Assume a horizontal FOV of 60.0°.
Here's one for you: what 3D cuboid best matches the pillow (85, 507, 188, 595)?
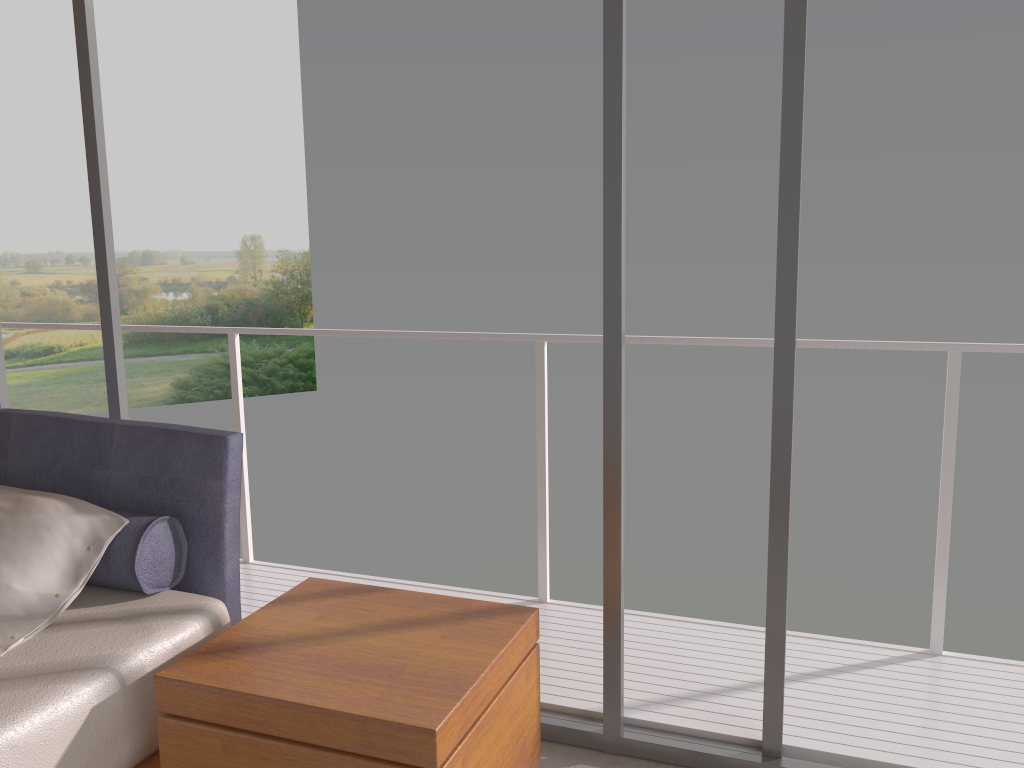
[{"bbox_3d":[-1.538,0.395,2.457,1.470,0.201,0.205,2,10,20],"label":"pillow"}]

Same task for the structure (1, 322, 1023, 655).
[{"bbox_3d":[-0.596,0.345,3.155,7.689,1.005,0.728,2,10,20],"label":"structure"}]

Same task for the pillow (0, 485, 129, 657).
[{"bbox_3d":[-1.353,0.427,2.174,0.791,0.265,0.400,3,10,23],"label":"pillow"}]

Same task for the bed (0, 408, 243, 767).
[{"bbox_3d":[-1.910,0.727,1.535,2.017,0.959,2.462,2,10,20],"label":"bed"}]

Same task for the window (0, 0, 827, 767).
[{"bbox_3d":[-0.572,-0.558,2.563,6.106,3.133,0.075,2,10,20],"label":"window"}]

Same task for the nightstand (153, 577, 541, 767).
[{"bbox_3d":[-0.323,0.827,1.968,0.628,0.556,0.562,2,10,20],"label":"nightstand"}]
